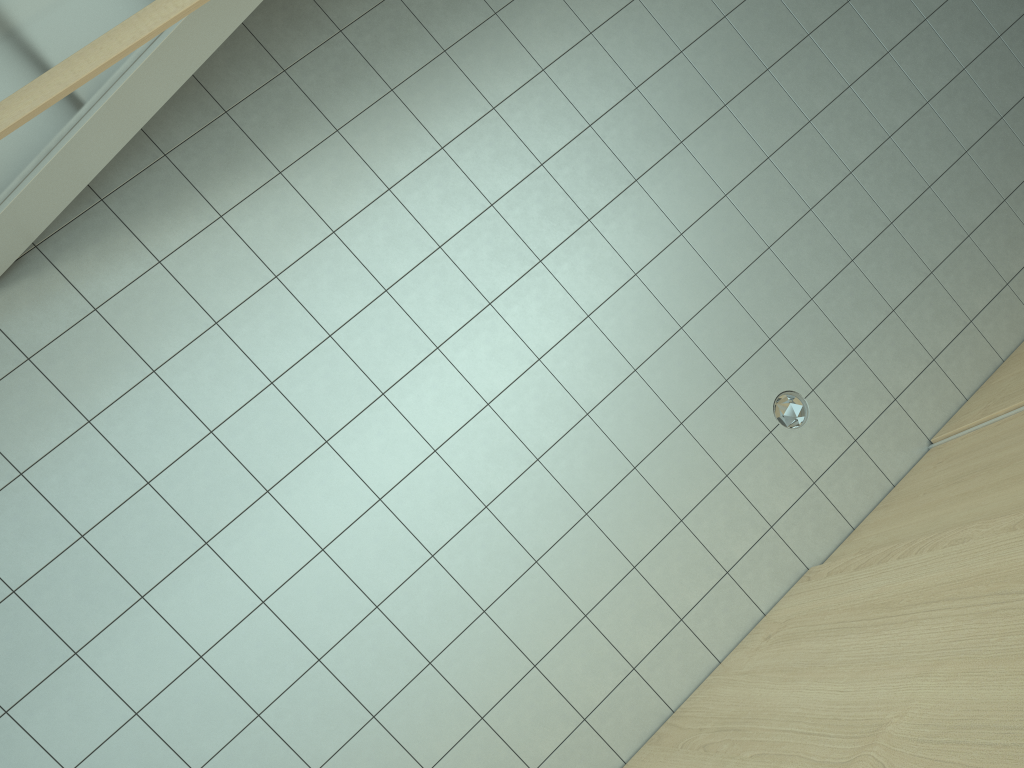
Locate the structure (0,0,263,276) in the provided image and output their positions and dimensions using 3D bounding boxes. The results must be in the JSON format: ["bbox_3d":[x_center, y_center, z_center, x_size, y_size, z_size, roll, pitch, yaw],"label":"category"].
[{"bbox_3d":[1.722,-5.056,2.620,11.965,4.482,1.897,-41,85,-14],"label":"structure"}]
